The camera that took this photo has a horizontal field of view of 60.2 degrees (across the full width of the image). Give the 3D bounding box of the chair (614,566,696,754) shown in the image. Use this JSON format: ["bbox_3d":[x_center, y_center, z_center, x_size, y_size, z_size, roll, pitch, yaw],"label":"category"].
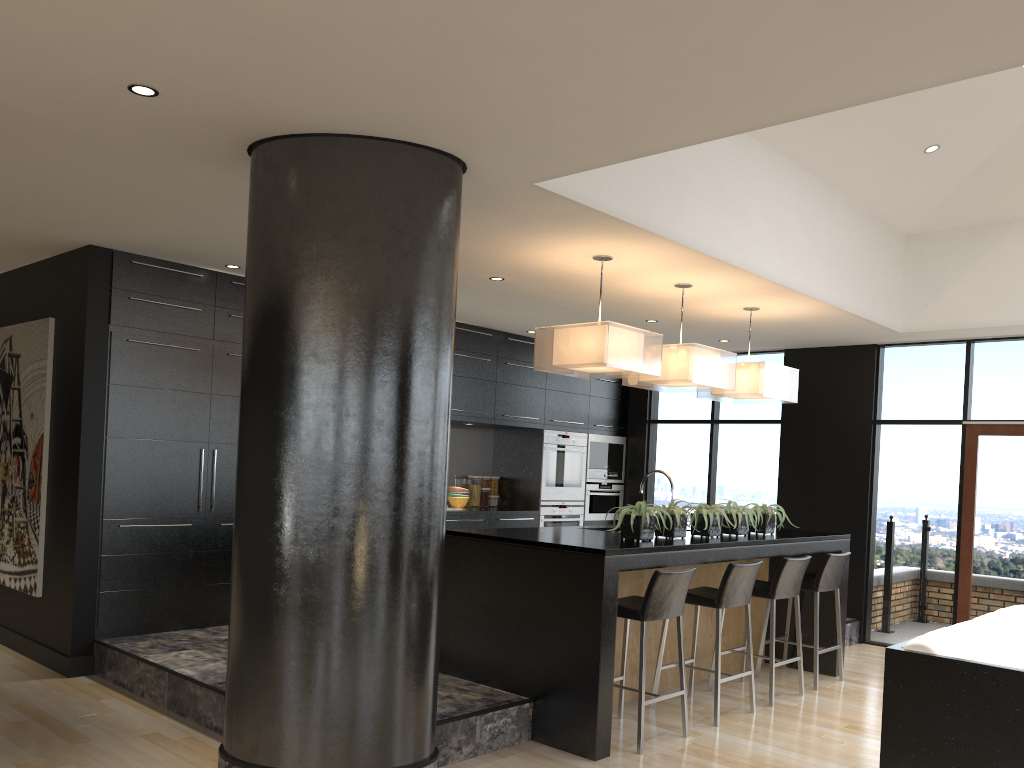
[{"bbox_3d":[0.694,1.478,4.907,0.518,0.962,0.477,2,-1,43],"label":"chair"}]

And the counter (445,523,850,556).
[{"bbox_3d":[1.092,1.023,5.985,1.179,0.032,3.128,-2,-7,43],"label":"counter"}]

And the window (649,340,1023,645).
[{"bbox_3d":[2.082,-0.796,0.356,10.115,4.772,15.969,0,-5,29],"label":"window"}]

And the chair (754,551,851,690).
[{"bbox_3d":[2.158,1.696,6.494,0.518,0.962,0.477,2,-1,43],"label":"chair"}]

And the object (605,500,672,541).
[{"bbox_3d":[0.700,0.793,5.174,0.407,0.238,0.398,4,-4,-22],"label":"object"}]

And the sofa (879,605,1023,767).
[{"bbox_3d":[2.622,1.598,4.351,0.837,0.801,2.041,0,-5,43],"label":"sofa"}]

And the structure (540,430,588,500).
[{"bbox_3d":[0.533,0.844,9.084,0.085,0.705,0.704,3,-2,43],"label":"structure"}]

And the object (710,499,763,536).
[{"bbox_3d":[1.562,0.915,6.039,0.407,0.238,0.398,4,-4,-22],"label":"object"}]

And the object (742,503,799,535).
[{"bbox_3d":[1.782,0.967,6.362,0.398,0.216,0.407,4,-4,-22],"label":"object"}]

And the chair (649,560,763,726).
[{"bbox_3d":[1.228,1.557,5.485,0.518,0.962,0.477,2,-1,43],"label":"chair"}]

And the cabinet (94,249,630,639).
[{"bbox_3d":[-0.919,0.692,7.990,0.727,2.519,5.753,3,-3,43],"label":"cabinet"}]

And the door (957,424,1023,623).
[{"bbox_3d":[4.138,1.321,7.193,0.896,1.990,0.095,2,0,43],"label":"door"}]

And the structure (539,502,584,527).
[{"bbox_3d":[0.499,1.563,9.087,0.085,0.705,0.704,3,-2,43],"label":"structure"}]

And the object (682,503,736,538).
[{"bbox_3d":[1.308,0.888,5.761,0.407,0.216,0.398,4,-4,-22],"label":"object"}]

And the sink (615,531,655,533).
[{"bbox_3d":[0.882,1.120,6.117,0.460,0.159,0.926,-2,-7,43],"label":"sink"}]

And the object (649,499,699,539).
[{"bbox_3d":[0.996,0.834,5.459,0.398,0.238,0.407,4,-4,-22],"label":"object"}]

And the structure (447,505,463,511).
[{"bbox_3d":[-0.945,1.124,7.994,0.520,0.066,0.904,-2,-7,43],"label":"structure"}]

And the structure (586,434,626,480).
[{"bbox_3d":[1.028,0.797,9.601,0.026,0.473,0.679,3,-2,43],"label":"structure"}]

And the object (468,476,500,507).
[{"bbox_3d":[-0.292,1.102,9.055,0.113,0.315,0.367,2,-2,43],"label":"object"}]

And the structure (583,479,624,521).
[{"bbox_3d":[1.005,1.260,9.603,0.070,0.444,0.681,3,-3,43],"label":"structure"}]

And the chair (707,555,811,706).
[{"bbox_3d":[1.702,1.628,5.999,0.518,0.962,0.477,2,-1,43],"label":"chair"}]

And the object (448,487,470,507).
[{"bbox_3d":[-0.532,1.123,8.763,0.185,0.205,0.205,1,-3,44],"label":"object"}]

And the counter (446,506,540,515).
[{"bbox_3d":[-0.960,1.148,8.007,0.730,0.034,2.874,-2,-7,43],"label":"counter"}]

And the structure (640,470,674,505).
[{"bbox_3d":[0.872,1.103,6.185,0.655,1.016,2.789,1,-4,42],"label":"structure"}]

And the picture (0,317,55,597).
[{"bbox_3d":[-3.528,0.510,6.312,1.154,1.870,0.077,2,-1,43],"label":"picture"}]

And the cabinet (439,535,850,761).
[{"bbox_3d":[1.066,1.557,5.987,1.178,1.035,3.128,0,-5,43],"label":"cabinet"}]
